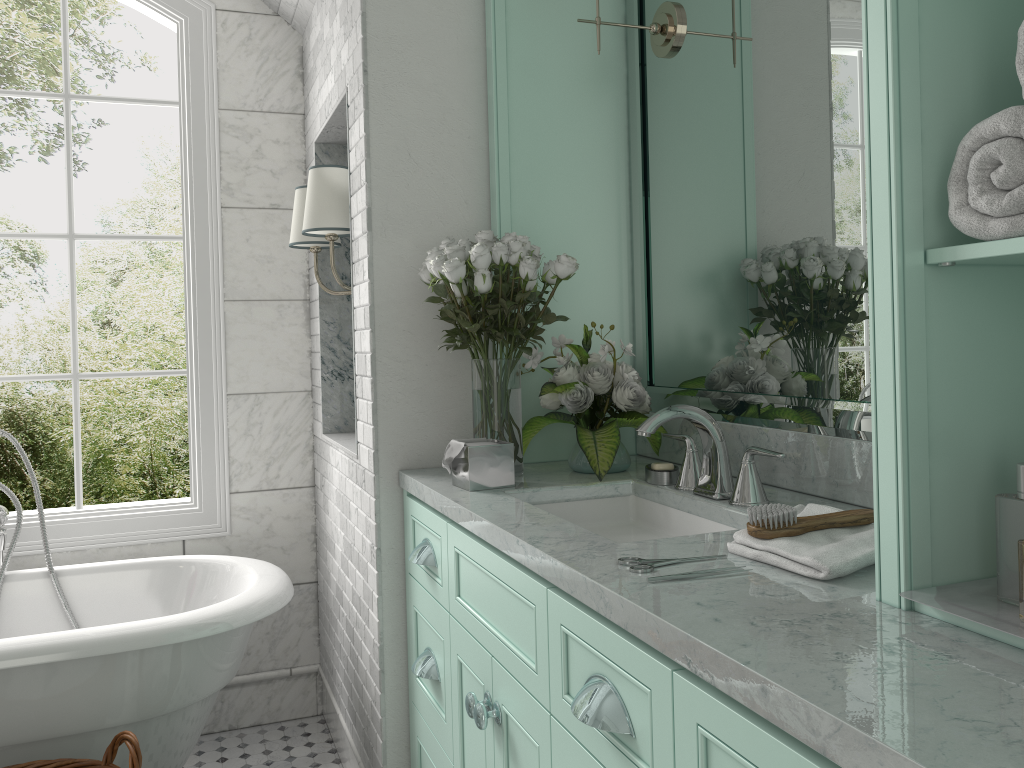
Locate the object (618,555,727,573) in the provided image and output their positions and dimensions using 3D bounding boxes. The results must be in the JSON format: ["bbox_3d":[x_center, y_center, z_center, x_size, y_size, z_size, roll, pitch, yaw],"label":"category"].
[{"bbox_3d":[0.246,0.274,1.391,0.175,0.007,0.075,-3,3,-28],"label":"object"}]

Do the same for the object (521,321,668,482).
[{"bbox_3d":[0.229,0.037,2.362,0.394,0.402,0.452,-2,2,-19],"label":"object"}]

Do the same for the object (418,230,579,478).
[{"bbox_3d":[-0.041,-0.079,2.333,0.391,0.653,0.356,-2,1,-9],"label":"object"}]

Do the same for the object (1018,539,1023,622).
[{"bbox_3d":[0.606,0.195,0.964,0.063,0.147,0.092,-2,1,-15],"label":"object"}]

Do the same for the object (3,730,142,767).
[{"bbox_3d":[-1.110,1.142,1.966,0.518,0.570,0.519,-1,1,12],"label":"object"}]

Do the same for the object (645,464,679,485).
[{"bbox_3d":[0.366,0.219,2.162,0.080,0.035,0.134,-2,3,-2],"label":"object"}]

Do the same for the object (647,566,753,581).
[{"bbox_3d":[0.273,0.277,1.296,0.167,0.005,0.020,-2,3,-16],"label":"object"}]

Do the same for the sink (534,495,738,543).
[{"bbox_3d":[0.246,0.325,1.866,0.346,0.079,0.602,-3,3,-20],"label":"sink"}]

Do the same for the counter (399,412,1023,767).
[{"bbox_3d":[0.556,0.228,1.288,0.824,0.181,2.808,-3,3,-20],"label":"counter"}]

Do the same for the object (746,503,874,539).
[{"bbox_3d":[0.492,0.218,1.442,0.228,0.044,0.068,-2,2,-11],"label":"object"}]

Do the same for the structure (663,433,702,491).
[{"bbox_3d":[0.394,0.180,2.079,0.083,0.121,0.157,-2,2,-36],"label":"structure"}]

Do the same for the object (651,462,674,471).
[{"bbox_3d":[0.364,0.199,2.142,0.051,0.022,0.077,-2,3,0],"label":"object"}]

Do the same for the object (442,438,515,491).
[{"bbox_3d":[-0.089,0.193,2.166,0.147,0.113,0.136,-2,2,-25],"label":"object"}]

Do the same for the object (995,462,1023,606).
[{"bbox_3d":[0.618,0.179,1.051,0.035,0.170,0.093,-2,1,-21],"label":"object"}]

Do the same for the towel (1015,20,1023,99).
[{"bbox_3d":[0.728,-0.372,0.999,0.298,0.142,0.168,-2,2,-20],"label":"towel"}]

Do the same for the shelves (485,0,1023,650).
[{"bbox_3d":[0.634,-0.791,1.315,0.465,2.122,2.810,-2,2,-20],"label":"shelves"}]

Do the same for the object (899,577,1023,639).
[{"bbox_3d":[0.739,0.260,1.009,0.438,0.008,0.350,-3,3,-20],"label":"object"}]

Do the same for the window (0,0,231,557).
[{"bbox_3d":[-2.006,-0.534,3.185,1.832,2.323,0.118,-2,1,-20],"label":"window"}]

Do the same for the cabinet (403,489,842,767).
[{"bbox_3d":[0.555,0.864,1.284,0.863,1.097,2.799,-2,2,-20],"label":"cabinet"}]

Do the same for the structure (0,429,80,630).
[{"bbox_3d":[-1.767,0.784,2.911,0.779,1.285,0.340,-2,1,-10],"label":"structure"}]

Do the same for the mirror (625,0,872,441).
[{"bbox_3d":[0.598,-0.863,1.977,0.015,1.932,1.436,-2,1,-20],"label":"mirror"}]

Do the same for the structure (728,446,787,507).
[{"bbox_3d":[0.514,0.189,1.815,0.083,0.121,0.157,-2,2,-36],"label":"structure"}]

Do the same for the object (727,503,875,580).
[{"bbox_3d":[0.482,0.248,1.423,0.239,0.056,0.317,-3,3,-24],"label":"object"}]

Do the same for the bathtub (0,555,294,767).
[{"bbox_3d":[-1.727,1.035,2.540,2.166,0.757,0.942,-2,2,-20],"label":"bathtub"}]

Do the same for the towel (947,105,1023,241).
[{"bbox_3d":[0.691,-0.249,1.068,0.311,0.163,0.153,-2,2,-20],"label":"towel"}]

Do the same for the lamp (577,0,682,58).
[{"bbox_3d":[0.282,-1.128,2.391,0.309,0.487,0.183,-2,1,-21],"label":"lamp"}]

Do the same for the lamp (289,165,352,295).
[{"bbox_3d":[-0.575,-0.498,2.989,0.308,0.383,0.548,-2,2,-20],"label":"lamp"}]

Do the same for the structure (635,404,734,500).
[{"bbox_3d":[0.382,0.146,1.907,0.235,0.205,0.103,-3,1,-31],"label":"structure"}]
